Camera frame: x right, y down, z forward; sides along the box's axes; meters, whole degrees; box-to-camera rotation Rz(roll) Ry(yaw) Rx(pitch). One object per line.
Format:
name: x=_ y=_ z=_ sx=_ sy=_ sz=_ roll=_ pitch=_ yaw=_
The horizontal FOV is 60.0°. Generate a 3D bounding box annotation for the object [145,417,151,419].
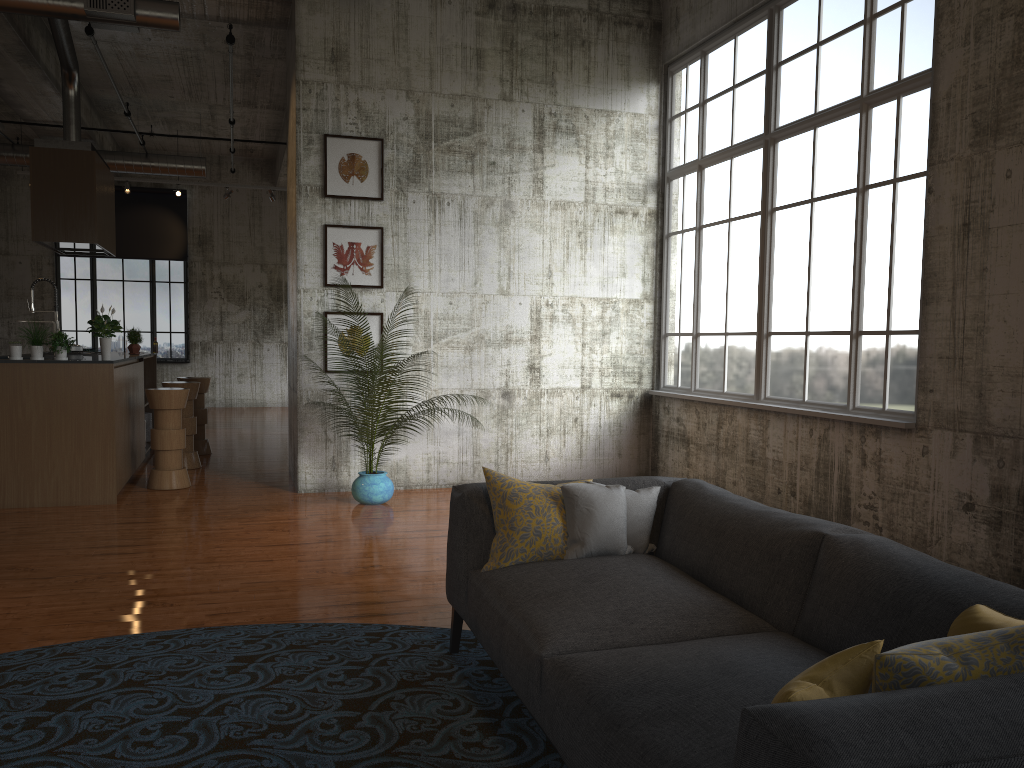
object: x=-4.847 y=0.444 z=11.518 sx=0.314 sy=0.034 sz=0.314 roll=3 pitch=3 yaw=37

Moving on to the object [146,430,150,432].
object: x=-4.849 y=0.612 z=11.531 sx=0.314 sy=0.034 sz=0.314 roll=3 pitch=3 yaw=37

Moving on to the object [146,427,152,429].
object: x=-4.848 y=0.578 z=11.529 sx=0.314 sy=0.029 sz=0.314 roll=3 pitch=3 yaw=36

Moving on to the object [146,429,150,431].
object: x=-4.849 y=0.600 z=11.531 sx=0.314 sy=0.033 sz=0.313 roll=2 pitch=3 yaw=18

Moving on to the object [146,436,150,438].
object: x=-4.850 y=0.691 z=11.538 sx=0.314 sy=0.034 sz=0.314 roll=3 pitch=3 yaw=37

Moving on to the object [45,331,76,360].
object: x=-3.891 y=-0.334 z=7.645 sx=0.236 sy=0.258 sz=0.231 roll=2 pitch=4 yaw=21

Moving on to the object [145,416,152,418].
object: x=-4.846 y=0.433 z=11.517 sx=0.314 sy=0.031 sz=0.314 roll=3 pitch=4 yaw=42

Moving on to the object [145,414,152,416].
object: x=-4.846 y=0.406 z=11.515 sx=0.314 sy=0.033 sz=0.314 roll=3 pitch=3 yaw=35

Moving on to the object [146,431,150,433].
object: x=-4.849 y=0.624 z=11.533 sx=0.314 sy=0.032 sz=0.314 roll=3 pitch=3 yaw=36

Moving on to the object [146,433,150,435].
object: x=-4.849 y=0.653 z=11.535 sx=0.314 sy=0.033 sz=0.314 roll=3 pitch=3 yaw=35

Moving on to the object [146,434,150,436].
object: x=-4.850 y=0.666 z=11.536 sx=0.314 sy=0.030 sz=0.314 roll=3 pitch=3 yaw=36

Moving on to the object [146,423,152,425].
object: x=-4.848 y=0.528 z=11.525 sx=0.314 sy=0.033 sz=0.314 roll=3 pitch=3 yaw=35

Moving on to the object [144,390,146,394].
object: x=-4.767 y=0.123 z=11.449 sx=0.155 sy=0.092 sz=0.155 roll=-1 pitch=3 yaw=-22

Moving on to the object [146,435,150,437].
object: x=-4.850 y=0.680 z=11.537 sx=0.314 sy=0.031 sz=0.313 roll=-1 pitch=3 yaw=-25

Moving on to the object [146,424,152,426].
object: x=-4.848 y=0.541 z=11.526 sx=0.314 sy=0.030 sz=0.314 roll=3 pitch=3 yaw=36

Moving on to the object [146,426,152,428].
object: x=-4.848 y=0.565 z=11.528 sx=0.314 sy=0.034 sz=0.314 roll=3 pitch=3 yaw=37

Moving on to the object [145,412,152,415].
object: x=-4.846 y=0.393 z=11.514 sx=0.314 sy=0.032 sz=0.314 roll=3 pitch=4 yaw=41

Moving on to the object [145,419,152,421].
object: x=-4.847 y=0.479 z=11.521 sx=0.314 sy=0.033 sz=0.313 roll=2 pitch=3 yaw=18

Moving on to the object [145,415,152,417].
object: x=-4.846 y=0.420 z=11.516 sx=0.314 sy=0.030 sz=0.314 roll=3 pitch=3 yaw=36

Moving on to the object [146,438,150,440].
object: x=-4.850 y=0.714 z=11.539 sx=0.314 sy=0.032 sz=0.314 roll=2 pitch=3 yaw=20

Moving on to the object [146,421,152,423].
object: x=-4.847 y=0.502 z=11.523 sx=0.314 sy=0.032 sz=0.314 roll=3 pitch=3 yaw=36

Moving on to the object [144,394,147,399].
object: x=-4.767 y=0.162 z=11.451 sx=0.154 sy=0.075 sz=0.154 roll=-1 pitch=4 yaw=-30

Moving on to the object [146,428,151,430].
object: x=-4.849 y=0.589 z=11.530 sx=0.314 sy=0.032 sz=0.314 roll=2 pitch=3 yaw=20

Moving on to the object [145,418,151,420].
object: x=-4.847 y=0.456 z=11.519 sx=0.314 sy=0.029 sz=0.314 roll=3 pitch=3 yaw=36

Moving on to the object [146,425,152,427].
object: x=-4.848 y=0.554 z=11.527 sx=0.314 sy=0.031 sz=0.313 roll=-1 pitch=3 yaw=-25

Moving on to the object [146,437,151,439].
object: x=-4.850 y=0.703 z=11.539 sx=0.314 sy=0.029 sz=0.314 roll=3 pitch=3 yaw=36

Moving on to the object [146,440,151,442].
object: x=-4.851 y=0.749 z=11.543 sx=0.314 sy=0.032 sz=0.314 roll=3 pitch=3 yaw=36

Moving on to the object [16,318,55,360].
object: x=-4.090 y=-0.396 z=7.601 sx=0.305 sy=0.382 sz=0.361 roll=2 pitch=4 yaw=17

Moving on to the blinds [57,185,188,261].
blinds: x=-7.866 y=-3.265 z=17.928 sx=2.443 sy=1.467 sz=0.150 roll=0 pitch=5 yaw=-17

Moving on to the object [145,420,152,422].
object: x=-4.847 y=0.490 z=11.522 sx=0.314 sy=0.034 sz=0.314 roll=3 pitch=3 yaw=37

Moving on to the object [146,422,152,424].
object: x=-4.847 y=0.514 z=11.524 sx=0.314 sy=0.032 sz=0.314 roll=3 pitch=4 yaw=41

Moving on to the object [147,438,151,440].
object: x=-4.850 y=0.725 z=11.541 sx=0.314 sy=0.033 sz=0.313 roll=2 pitch=3 yaw=18

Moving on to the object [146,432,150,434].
object: x=-4.849 y=0.640 z=11.534 sx=0.314 sy=0.032 sz=0.314 roll=3 pitch=4 yaw=41

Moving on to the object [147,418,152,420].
object: x=-4.847 y=0.467 z=11.520 sx=0.314 sy=0.032 sz=0.314 roll=2 pitch=3 yaw=20
